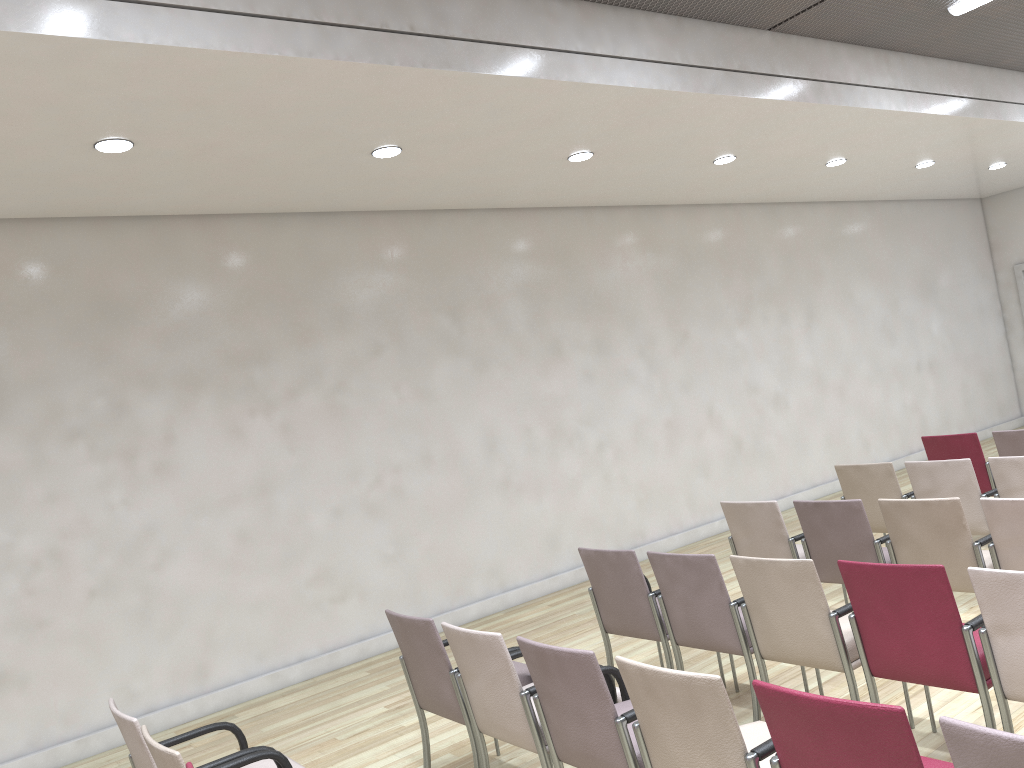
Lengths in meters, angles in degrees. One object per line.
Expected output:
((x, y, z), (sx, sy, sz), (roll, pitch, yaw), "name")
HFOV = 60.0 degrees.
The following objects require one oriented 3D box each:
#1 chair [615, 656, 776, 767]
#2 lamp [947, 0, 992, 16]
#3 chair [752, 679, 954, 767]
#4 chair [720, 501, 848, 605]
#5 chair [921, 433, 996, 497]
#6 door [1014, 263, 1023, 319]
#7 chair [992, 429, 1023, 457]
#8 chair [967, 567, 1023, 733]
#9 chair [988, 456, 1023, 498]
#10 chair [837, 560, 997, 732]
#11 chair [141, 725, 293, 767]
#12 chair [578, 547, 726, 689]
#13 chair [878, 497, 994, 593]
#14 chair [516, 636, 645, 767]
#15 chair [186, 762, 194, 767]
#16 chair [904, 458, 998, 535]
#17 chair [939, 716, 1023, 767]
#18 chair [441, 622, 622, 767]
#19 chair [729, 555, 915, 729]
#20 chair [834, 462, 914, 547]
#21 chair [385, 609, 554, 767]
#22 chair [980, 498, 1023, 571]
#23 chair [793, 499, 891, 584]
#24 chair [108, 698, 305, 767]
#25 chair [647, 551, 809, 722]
((0.775, 1.260, 2.879), (0.640, 0.890, 0.513), (-10, -1, -36), "chair")
((4.196, -2.909, 5.156), (0.198, 0.045, 3.304), (-10, -1, -36), "lamp")
((1.105, 1.194, 2.452), (0.640, 0.890, 0.513), (-10, -1, -37), "chair")
((1.774, 1.125, 5.673), (0.640, 0.890, 0.513), (-10, -1, -35), "chair")
((3.734, 0.796, 7.128), (0.640, 0.890, 0.513), (-10, -1, -36), "chair")
((8.476, -0.742, 12.345), (0.200, 2.400, 2.373), (-10, -1, -36), "door")
((4.059, 0.730, 6.676), (0.640, 0.890, 0.513), (-10, -1, -36), "chair")
((2.076, 1.031, 3.175), (0.640, 0.890, 0.513), (-10, -1, -36), "chair")
((3.403, 0.830, 5.517), (0.640, 0.890, 0.513), (-10, -1, -37), "chair")
((1.769, 1.093, 3.617), (0.640, 0.890, 0.513), (-10, -1, -37), "chair")
((-0.844, 1.554, 3.057), (0.640, 0.890, 0.513), (-10, -1, -36), "chair")
((0.807, 1.287, 4.950), (0.640, 0.890, 0.513), (-10, -1, -37), "chair")
((2.420, 0.995, 4.794), (0.640, 0.890, 0.513), (-10, -1, -37), "chair")
((0.455, 1.325, 3.329), (0.640, 0.890, 0.513), (-10, -1, -35), "chair")
((-0.522, 1.489, 2.606), (0.640, 0.890, 0.513), (-10, -1, -36), "chair")
((3.078, 0.895, 5.950), (0.640, 0.890, 0.513), (-10, -1, -36), "chair")
((1.414, 1.131, 2.012), (0.640, 0.890, 0.513), (-10, -1, -36), "chair")
((0.136, 1.389, 3.772), (0.640, 0.890, 0.513), (-10, -1, -36), "chair")
((1.438, 1.160, 4.061), (0.640, 0.890, 0.513), (-10, -1, -36), "chair")
((2.768, 0.958, 6.400), (0.640, 0.890, 0.513), (-10, -1, -37), "chair")
((-0.167, 1.451, 4.221), (0.640, 0.890, 0.513), (-10, -1, -35), "chair")
((2.735, 0.931, 4.335), (0.640, 0.890, 0.513), (-10, -1, -36), "chair")
((2.097, 1.060, 5.225), (0.640, 0.890, 0.513), (-10, -1, -37), "chair")
((-1.157, 1.617, 3.497), (0.640, 0.890, 0.513), (-10, -1, -36), "chair")
((1.124, 1.223, 4.499), (0.640, 0.890, 0.513), (-10, -1, -36), "chair")
